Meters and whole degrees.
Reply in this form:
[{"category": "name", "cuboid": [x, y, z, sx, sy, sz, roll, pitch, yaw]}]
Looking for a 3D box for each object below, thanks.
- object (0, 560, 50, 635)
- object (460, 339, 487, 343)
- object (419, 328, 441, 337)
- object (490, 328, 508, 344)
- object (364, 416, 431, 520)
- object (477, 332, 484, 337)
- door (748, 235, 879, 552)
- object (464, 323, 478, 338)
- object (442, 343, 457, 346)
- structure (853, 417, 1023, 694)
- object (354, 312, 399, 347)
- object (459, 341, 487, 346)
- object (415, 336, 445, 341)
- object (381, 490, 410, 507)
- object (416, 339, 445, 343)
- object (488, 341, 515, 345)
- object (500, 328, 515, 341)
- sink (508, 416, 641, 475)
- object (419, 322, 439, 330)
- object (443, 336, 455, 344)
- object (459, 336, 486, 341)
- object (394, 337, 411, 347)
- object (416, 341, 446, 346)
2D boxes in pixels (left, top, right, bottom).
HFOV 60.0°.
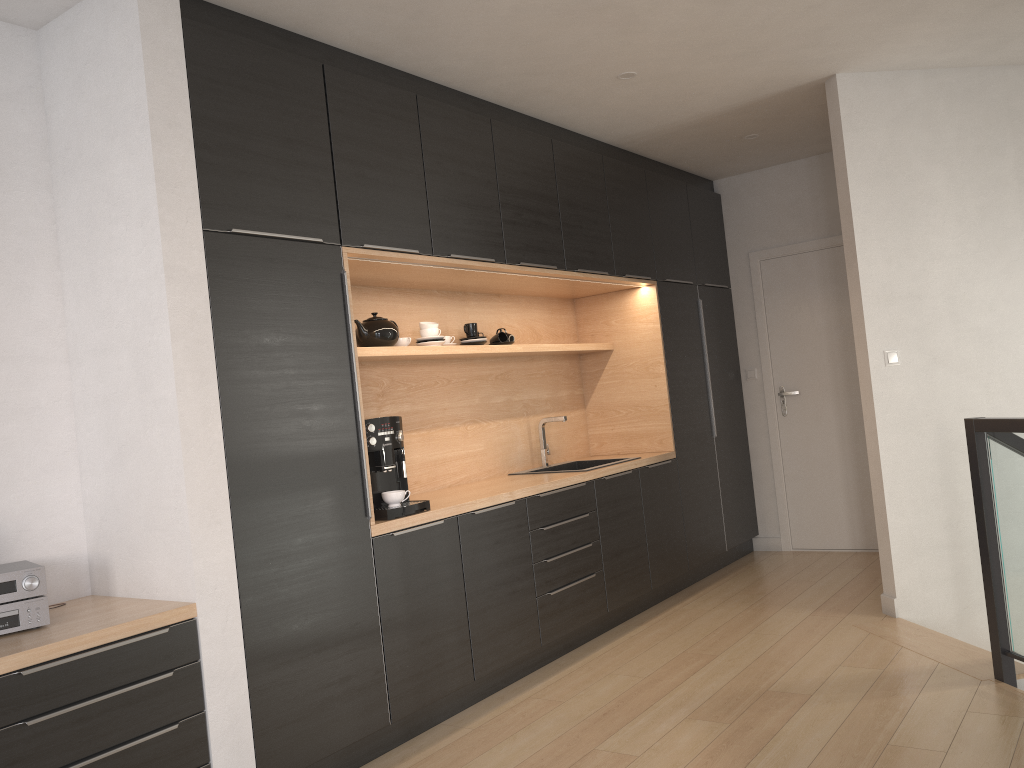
[{"category": "object", "cuboid": [-1.521, 0.630, 2.553, 0.285, 0.174, 0.270, -5, -2, -39]}, {"category": "object", "cuboid": [-0.198, -0.215, 4.610, 0.145, 0.025, 0.145, -5, -2, -41]}, {"category": "object", "cuboid": [-0.400, -0.237, 4.309, 0.095, 0.057, 0.099, -6, -1, 8]}, {"category": "object", "cuboid": [-0.078, -0.255, 4.836, 0.066, 0.093, 0.100, -5, -2, -40]}, {"category": "object", "cuboid": [-0.547, 0.341, 3.803, 0.584, 0.398, 0.618, -7, -1, 36]}, {"category": "object", "cuboid": [-0.199, -0.233, 4.756, 0.084, 0.092, 0.066, -7, -2, 42]}, {"category": "door", "cuboid": [2.196, 0.076, 6.027, 0.974, 2.136, 0.085, -7, -1, 36]}, {"category": "object", "cuboid": [-0.211, -0.268, 4.604, 0.066, 0.092, 0.084, -6, -1, 4]}, {"category": "object", "cuboid": [-0.353, -0.188, 4.542, 0.145, 0.025, 0.145, -5, -2, -41]}, {"category": "structure", "cuboid": [3.485, 2.108, 2.435, 2.823, 4.339, 4.190, -6, -1, -9]}, {"category": "object", "cuboid": [-0.618, -0.242, 4.064, 0.240, 0.171, 0.213, -6, -1, -18]}, {"category": "object", "cuboid": [-0.200, -0.202, 4.609, 0.145, 0.025, 0.145, -5, -2, -41]}, {"category": "object", "cuboid": [-0.396, -0.212, 4.305, 0.145, 0.025, 0.145, -7, -1, 22]}, {"category": "object", "cuboid": [-0.471, 0.459, 3.544, 0.099, 0.057, 0.095, -7, -2, 38]}, {"category": "object", "cuboid": [-0.395, -0.199, 4.307, 0.145, 0.025, 0.145, -7, -1, 22]}, {"category": "object", "cuboid": [-0.055, -0.213, 4.854, 0.145, 0.025, 0.145, -7, -2, 38]}, {"category": "object", "cuboid": [-0.036, -0.264, 4.883, 0.066, 0.093, 0.100, -5, -2, -45]}, {"category": "sink", "cuboid": [0.360, 0.436, 5.039, 0.512, 0.518, 0.626, -7, -1, 36]}, {"category": "object", "cuboid": [-0.403, -0.271, 4.306, 0.095, 0.075, 0.098, -5, -2, -43]}, {"category": "object", "cuboid": [-0.357, -0.212, 4.543, 0.099, 0.057, 0.095, -7, -1, 33]}, {"category": "object", "cuboid": [-0.203, -0.227, 4.609, 0.145, 0.025, 0.145, -5, -2, -41]}, {"category": "object", "cuboid": [-0.533, -0.190, 4.270, 0.099, 0.057, 0.095, -6, -1, -7]}, {"category": "object", "cuboid": [-0.394, -0.188, 4.304, 0.145, 0.025, 0.145, -7, -1, 22]}]
